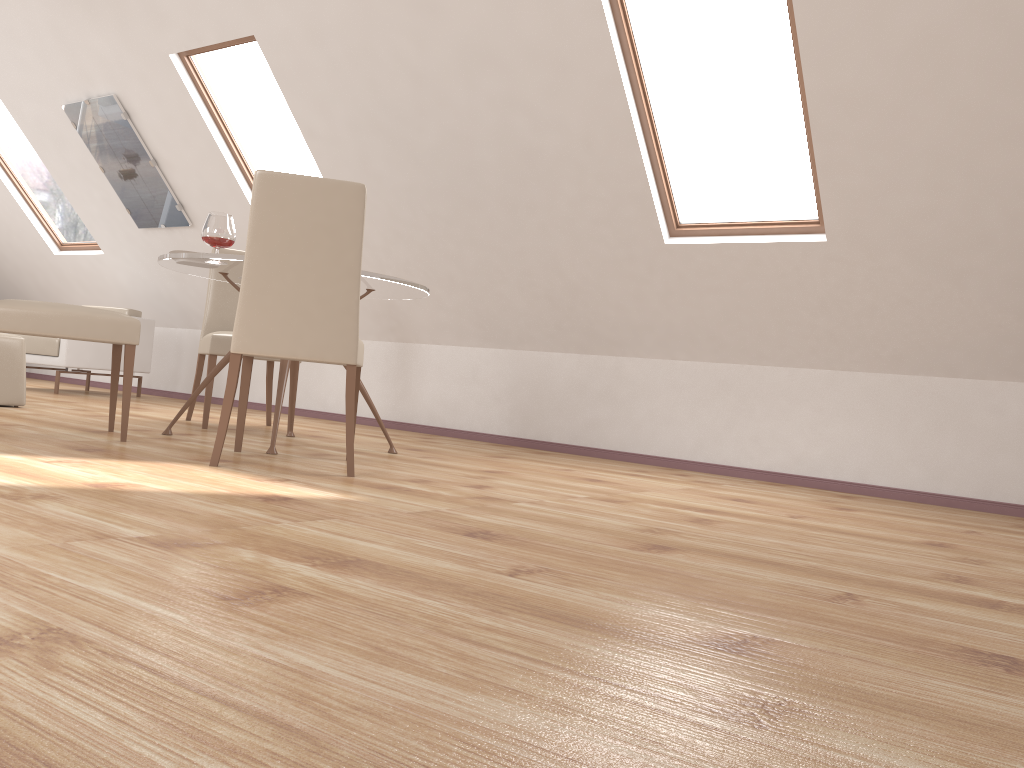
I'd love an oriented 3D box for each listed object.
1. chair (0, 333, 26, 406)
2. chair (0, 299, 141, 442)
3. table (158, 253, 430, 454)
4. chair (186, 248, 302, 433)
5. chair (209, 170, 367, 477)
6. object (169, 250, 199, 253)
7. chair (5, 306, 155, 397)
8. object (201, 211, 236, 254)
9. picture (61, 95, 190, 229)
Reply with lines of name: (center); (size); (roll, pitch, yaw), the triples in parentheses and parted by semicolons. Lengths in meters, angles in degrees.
chair: (-2.933, -0.102, 4.722); (0.506, 0.394, 0.506); (5, 0, 39)
chair: (-1.834, -0.304, 3.527); (0.618, 0.999, 0.477); (6, 0, -30)
table: (-1.013, -0.109, 4.054); (1.198, 0.770, 1.198); (6, 0, -34)
chair: (-1.458, -0.259, 4.879); (0.477, 0.999, 0.618); (6, 0, -27)
chair: (-0.773, -0.204, 3.265); (0.477, 0.999, 0.618); (6, 0, -10)
object: (-1.341, -0.539, 3.789); (0.228, 0.020, 0.228); (6, 0, -33)
chair: (-3.421, -0.288, 6.973); (0.748, 0.706, 0.820); (5, 0, 25)
object: (-1.205, -0.609, 3.644); (0.136, 0.183, 0.136); (5, 0, 14)
picture: (-2.765, -1.558, 6.360); (0.650, 0.738, 0.683); (5, 0, 35)
